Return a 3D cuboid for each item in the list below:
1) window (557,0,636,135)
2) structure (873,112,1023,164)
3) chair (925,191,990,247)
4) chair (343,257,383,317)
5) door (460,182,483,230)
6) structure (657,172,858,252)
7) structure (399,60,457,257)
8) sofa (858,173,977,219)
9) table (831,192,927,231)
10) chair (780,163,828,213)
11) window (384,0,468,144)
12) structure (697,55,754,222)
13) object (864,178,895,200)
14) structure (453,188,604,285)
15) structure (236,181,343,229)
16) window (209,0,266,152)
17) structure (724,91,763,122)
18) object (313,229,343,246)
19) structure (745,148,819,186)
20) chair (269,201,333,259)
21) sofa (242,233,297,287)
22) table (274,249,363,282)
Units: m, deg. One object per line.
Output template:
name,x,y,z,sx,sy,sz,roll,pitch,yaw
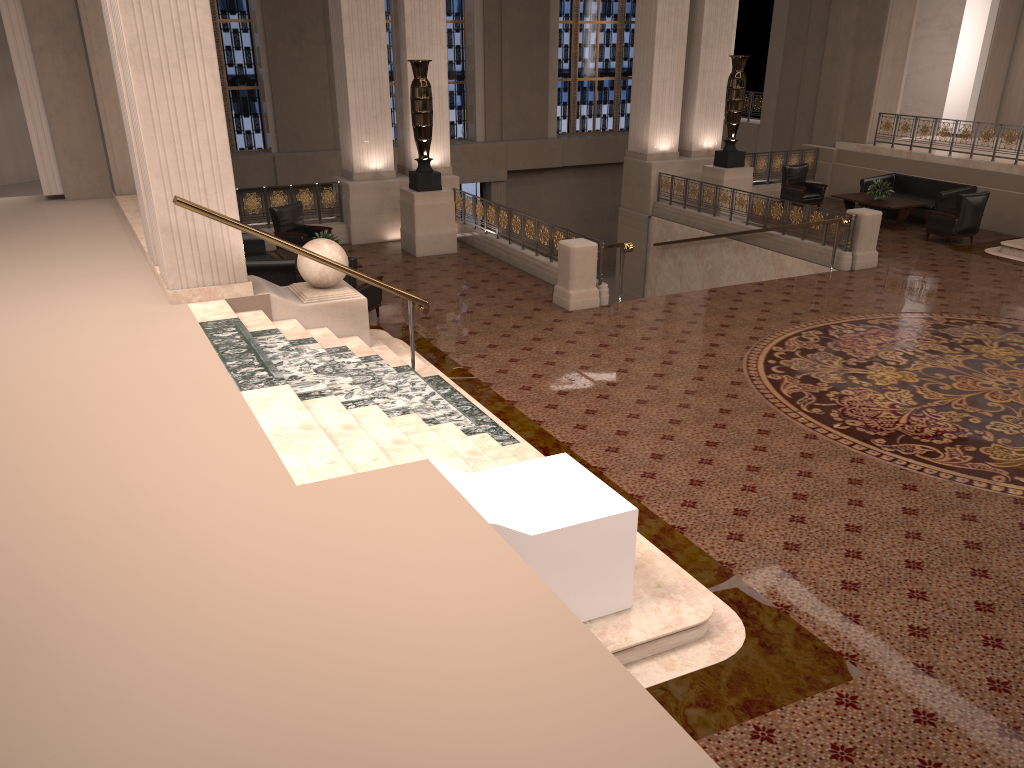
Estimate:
window,2.242,-9.400,22.894,2.962,5.609,0.067,-11,28,-23
structure,8.188,-4.568,16.350,0.031,0.654,3.565,-13,25,-24
chair,7.365,-2.777,14.631,0.642,0.883,0.692,-12,27,-24
chair,-2.004,-1.190,10.682,0.643,0.883,0.691,10,26,22
door,-1.398,-3.908,23.103,1.479,2.851,0.149,-11,28,-23
structure,3.886,-2.983,14.871,0.078,0.562,4.766,-13,25,-25
structure,-1.349,-3.478,13.665,0.694,2.918,0.675,-12,28,-23
sofa,7.487,-3.432,16.456,0.867,0.740,1.855,-11,25,-24
table,6.664,-3.160,16.154,0.831,0.456,1.424,-11,25,-24
chair,5.709,-3.849,17.314,0.640,0.883,0.694,-14,28,-28
window,-2.493,-8.567,20.821,2.962,5.609,0.067,-11,28,-23
structure,3.970,-4.413,15.993,0.694,2.918,0.675,-12,28,-23
object,6.657,-3.537,15.951,0.502,0.394,0.502,2,23,6
structure,0.089,-2.315,13.209,0.078,0.562,4.763,-12,25,-24
structure,-3.989,-2.847,14.239,2.514,0.685,0.031,-10,28,-23
window,-7.071,-7.762,18.817,2.962,5.609,0.067,-11,28,-23
structure,5.458,-6.795,21.485,0.031,0.699,2.080,-13,25,-24
object,-2.514,-1.884,11.835,0.502,0.394,0.502,2,23,6
structure,5.379,-4.494,18.341,2.513,0.685,0.031,-10,28,-23
chair,-3.201,-2.281,13.410,0.710,0.883,0.626,13,27,26
sofa,-3.481,-1.504,11.654,0.867,0.740,1.855,-11,25,-24
table,-2.655,-1.521,12.074,0.831,0.456,1.424,-11,25,-24
